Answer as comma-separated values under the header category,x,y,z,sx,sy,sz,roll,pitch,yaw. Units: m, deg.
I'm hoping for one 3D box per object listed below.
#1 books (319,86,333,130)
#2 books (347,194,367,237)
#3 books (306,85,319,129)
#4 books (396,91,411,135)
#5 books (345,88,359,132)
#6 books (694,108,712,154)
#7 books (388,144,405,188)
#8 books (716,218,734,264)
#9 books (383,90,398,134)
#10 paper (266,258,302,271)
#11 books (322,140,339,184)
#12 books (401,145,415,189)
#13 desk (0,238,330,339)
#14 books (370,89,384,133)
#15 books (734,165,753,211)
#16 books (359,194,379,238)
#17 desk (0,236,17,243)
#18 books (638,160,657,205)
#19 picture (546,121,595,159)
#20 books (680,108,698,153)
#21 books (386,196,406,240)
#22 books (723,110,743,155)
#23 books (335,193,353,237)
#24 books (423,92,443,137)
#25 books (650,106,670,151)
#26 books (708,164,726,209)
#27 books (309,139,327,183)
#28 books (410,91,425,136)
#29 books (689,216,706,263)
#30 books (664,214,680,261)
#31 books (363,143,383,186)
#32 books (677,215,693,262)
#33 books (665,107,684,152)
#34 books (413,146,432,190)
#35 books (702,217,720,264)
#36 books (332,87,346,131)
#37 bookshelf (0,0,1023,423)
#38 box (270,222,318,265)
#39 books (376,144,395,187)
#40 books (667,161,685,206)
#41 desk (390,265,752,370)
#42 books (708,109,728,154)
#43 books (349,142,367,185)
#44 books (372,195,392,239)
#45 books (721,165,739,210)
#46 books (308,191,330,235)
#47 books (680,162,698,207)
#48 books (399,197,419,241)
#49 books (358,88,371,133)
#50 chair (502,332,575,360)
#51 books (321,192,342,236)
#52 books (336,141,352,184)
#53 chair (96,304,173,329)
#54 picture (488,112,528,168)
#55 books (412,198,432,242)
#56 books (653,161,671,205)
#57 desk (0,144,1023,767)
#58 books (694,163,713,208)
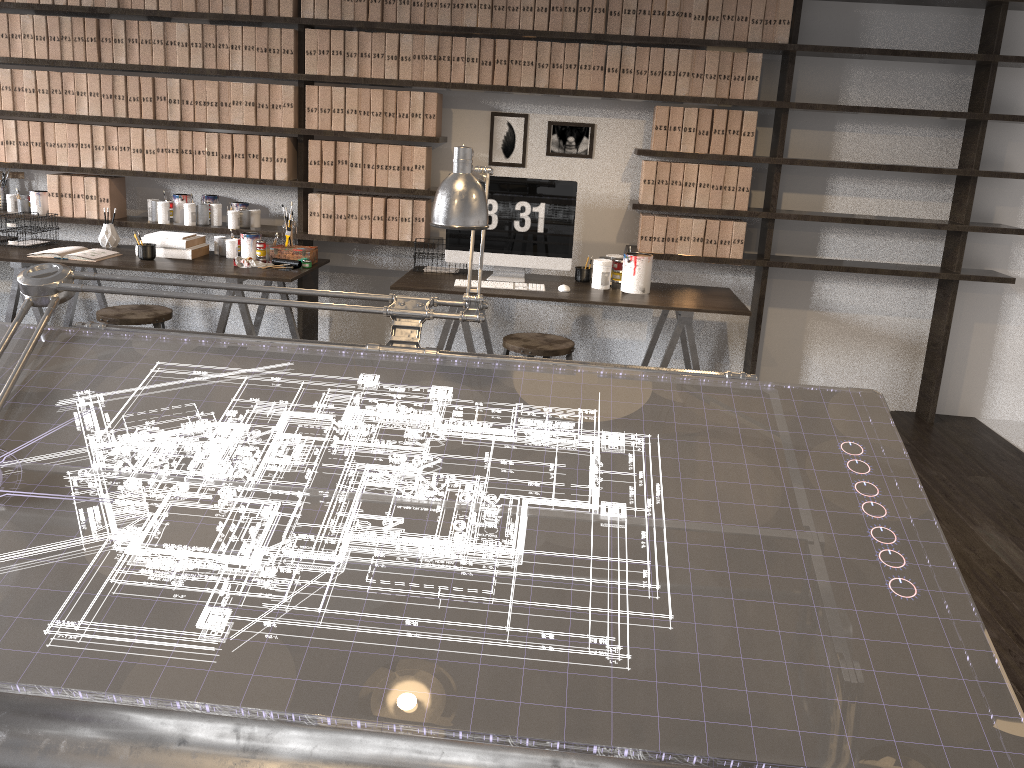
category,x,y,z,sx,sy,sz,roll,pitch,yaw
books,-0.962,-1.451,4.672,0.067,0.223,0.177,4,15,3
books,-0.839,-0.908,4.789,0.067,0.223,0.177,4,15,3
books,-1.032,-1.457,4.679,0.067,0.223,0.176,4,15,3
books,-0.554,-1.418,4.646,0.067,0.223,0.176,4,15,3
books,-0.820,-1.439,4.661,0.067,0.223,0.177,4,15,3
books,0.972,-1.297,4.547,0.067,0.223,0.177,4,15,3
books,-0.604,-1.156,4.707,0.067,0.223,0.177,4,15,3
books,1.108,-0.754,4.665,0.067,0.223,0.176,4,15,4
books,-0.624,-1.424,4.651,0.067,0.223,0.177,4,15,3
paper,-1.158,-0.602,4.445,0.155,0.038,0.139,9,17,18
books,-0.958,-1.184,4.731,0.067,0.223,0.177,4,15,4
books,-0.537,-1.152,4.707,0.067,0.223,0.177,4,15,4
desk,-1.863,-0.330,4.615,1.668,0.661,0.664,5,15,4
books,-0.692,-1.427,4.650,0.067,0.223,0.177,4,15,4
books,1.186,-1.014,4.595,0.067,0.223,0.177,4,15,4
books,-0.774,-0.904,4.788,0.067,0.223,0.177,4,15,4
desk,-3.619,-0.470,4.730,1.668,0.661,0.664,5,15,4
books,0.706,-1.052,4.622,0.067,0.223,0.177,4,15,4
picture,0.314,-1.315,4.769,0.251,0.181,0.023,5,14,4
books,0.901,-1.301,4.547,0.067,0.223,0.176,4,15,3
books,-0.625,-0.892,4.778,0.067,0.223,0.177,4,15,4
books,1.121,-1.285,4.537,0.067,0.223,0.177,4,15,3
books,-0.902,-0.912,4.789,0.067,0.223,0.177,4,15,4
books,-0.412,-1.407,4.638,0.067,0.223,0.177,4,15,4
books,0.760,-1.314,4.560,0.067,0.223,0.177,4,15,4
books,1.053,-1.023,4.598,0.067,0.223,0.177,4,15,3
books,-1.031,-1.191,4.741,0.067,0.223,0.177,4,15,3
books,-0.483,-1.411,4.638,0.067,0.223,0.176,4,15,4
books,0.968,-0.764,4.669,0.067,0.223,0.177,4,15,3
books,0.840,-0.775,4.680,0.067,0.223,0.177,4,15,4
books,-0.741,-1.168,4.722,0.067,0.223,0.176,4,15,4
books,0.902,-0.769,4.675,0.067,0.223,0.177,4,15,4
books,0.831,-1.308,4.556,0.067,0.223,0.176,4,15,4
books,-0.475,-1.146,4.701,0.067,0.223,0.177,4,15,4
books,1.038,-0.759,4.668,0.067,0.223,0.177,4,15,4
books,-0.893,-1.444,4.664,0.067,0.223,0.177,4,15,4
bookshelf,-1.974,-1.003,4.951,9.178,3.170,0.378,5,14,4
box,-1.124,-0.728,4.572,0.212,0.205,0.139,5,14,4
books,-0.671,-1.163,4.717,0.067,0.223,0.177,4,15,4
books,0.846,-1.042,4.619,0.067,0.223,0.176,4,15,3
desk,0.267,-0.160,4.476,1.668,0.661,0.664,5,15,4
books,1.046,-1.289,4.537,0.067,0.223,0.177,4,15,4
books,-0.812,-1.173,4.722,0.067,0.223,0.176,4,15,3
books,-0.700,-0.897,4.777,0.067,0.223,0.177,4,15,3
books,1.116,-1.020,4.598,0.067,0.223,0.177,4,15,4
books,-1.046,-0.925,4.802,0.067,0.223,0.176,4,15,3
books,0.915,-1.035,4.610,0.067,0.223,0.176,4,15,4
books,-0.555,-0.885,4.769,0.067,0.223,0.176,4,15,4
books,-0.758,-1.434,4.659,0.067,0.223,0.177,4,15,3
chair,0.101,0.064,3.932,0.359,0.521,0.376,-4,16,-27
books,-0.974,-0.918,4.794,0.067,0.223,0.177,4,15,3
books,-0.882,-1.180,4.731,0.067,0.223,0.177,4,15,3
chair,-1.704,-0.073,4.024,0.372,0.521,0.362,-3,16,-22
picture,-0.020,-1.322,4.797,0.201,0.281,0.022,4,14,3
books,-0.484,-0.881,4.768,0.067,0.223,0.176,4,15,3
books,0.777,-1.047,4.621,0.067,0.223,0.177,4,15,3
desk,-0.267,0.237,1.721,2.069,1.370,1.090,4,15,4
books,0.987,-1.029,4.602,0.067,0.223,0.177,4,15,4
